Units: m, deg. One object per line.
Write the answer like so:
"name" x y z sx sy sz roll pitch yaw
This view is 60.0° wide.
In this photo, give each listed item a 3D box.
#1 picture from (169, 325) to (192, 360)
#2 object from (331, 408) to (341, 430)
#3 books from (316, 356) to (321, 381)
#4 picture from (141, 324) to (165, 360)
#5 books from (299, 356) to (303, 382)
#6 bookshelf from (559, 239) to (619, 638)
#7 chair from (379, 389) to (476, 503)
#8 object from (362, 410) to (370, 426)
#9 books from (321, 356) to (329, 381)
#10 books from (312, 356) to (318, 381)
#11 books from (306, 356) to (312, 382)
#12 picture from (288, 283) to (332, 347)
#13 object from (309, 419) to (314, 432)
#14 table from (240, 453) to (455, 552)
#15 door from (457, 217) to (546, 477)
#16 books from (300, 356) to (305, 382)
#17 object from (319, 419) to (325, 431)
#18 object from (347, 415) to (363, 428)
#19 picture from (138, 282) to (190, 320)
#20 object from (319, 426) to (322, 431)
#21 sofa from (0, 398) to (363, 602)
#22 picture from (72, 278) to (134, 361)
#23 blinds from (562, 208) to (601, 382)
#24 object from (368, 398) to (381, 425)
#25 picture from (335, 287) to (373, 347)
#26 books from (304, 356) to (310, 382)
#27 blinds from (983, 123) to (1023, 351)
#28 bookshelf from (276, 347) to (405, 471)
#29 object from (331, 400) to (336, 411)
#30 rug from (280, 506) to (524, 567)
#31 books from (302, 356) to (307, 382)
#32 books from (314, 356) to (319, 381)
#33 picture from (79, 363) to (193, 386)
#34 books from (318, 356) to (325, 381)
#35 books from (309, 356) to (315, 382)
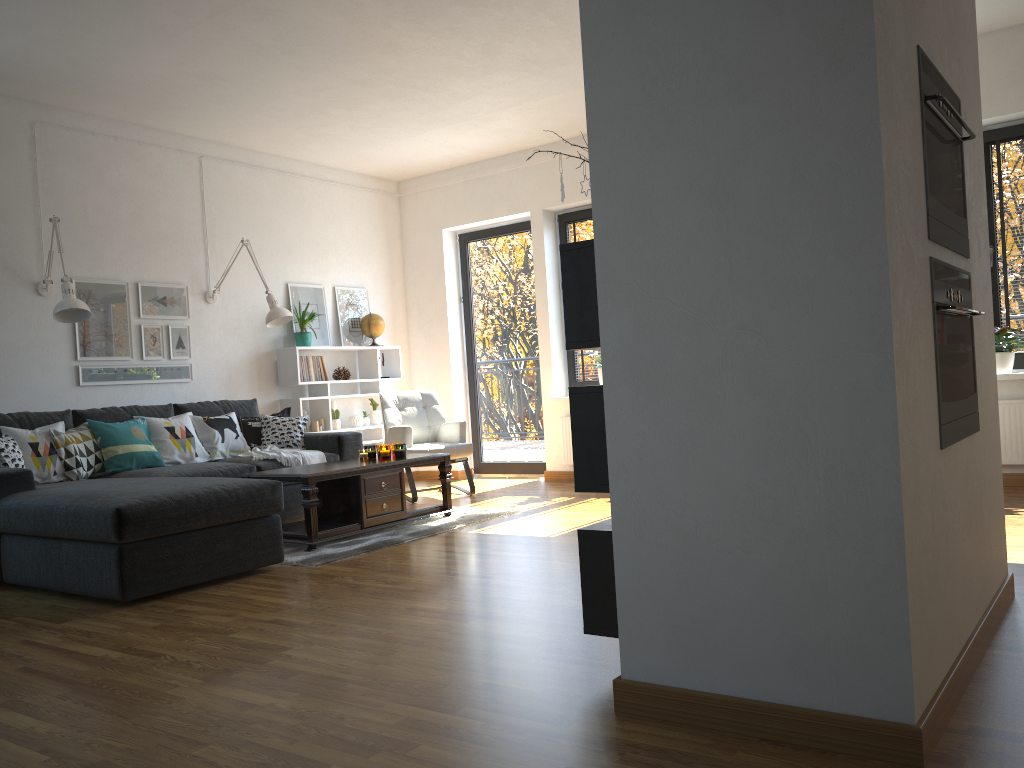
"picture" -2.378 -0.299 6.347 0.021 0.248 0.166 -3 1 36
"object" -1.446 0.287 7.239 0.088 0.173 0.087 -4 1 -38
"books" -1.606 -0.120 7.165 0.133 0.208 0.044 -3 1 36
"picture" -2.502 -0.292 6.174 0.021 0.248 0.166 -3 1 36
"books" -1.712 -0.113 7.009 0.129 0.205 0.043 -3 1 36
"bookshelf" 0.612 0.182 2.905 0.237 1.201 1.189 -3 0 36
"chair" -0.685 0.459 6.904 0.545 0.832 0.685 -4 0 -29
"object" -1.257 0.294 7.609 0.072 0.137 0.072 -4 1 16
"books" -1.563 -0.122 7.218 0.132 0.204 0.070 -3 1 36
"books" -1.630 -0.118 7.127 0.133 0.209 0.044 -3 1 35
"books" -1.659 -0.117 7.079 0.133 0.210 0.044 -3 1 36
"picture" -1.668 -0.557 7.318 0.059 0.532 0.390 -3 1 36
"object" -1.609 0.330 7.152 0.062 0.108 0.062 -3 1 36
"table" -0.938 0.672 5.267 0.570 0.409 1.179 -4 0 36
"door" -0.043 -0.302 7.923 0.976 2.275 0.119 -3 1 36
"books" -1.701 -0.112 7.029 0.136 0.210 0.033 -3 1 36
"object" -1.533 0.330 7.147 0.039 0.099 0.039 -3 1 32
"object" -1.323 0.318 7.488 0.134 0.097 0.132 -4 0 6
"picture" -2.456 -0.583 6.261 0.021 0.248 0.390 -3 0 36
"object" -1.541 0.358 7.103 0.040 0.044 0.040 -4 0 -28
"sofa" -1.750 0.515 5.209 2.164 0.848 2.507 -4 0 36
"picture" -2.712 -0.424 5.886 0.013 0.534 0.390 -3 1 36
"blinds" 0.763 -0.743 7.274 0.711 1.422 0.049 -3 1 36
"object" -1.186 0.241 7.698 0.098 0.236 0.097 -3 1 23
"picture" -1.371 -0.575 7.731 0.059 0.532 0.390 -3 1 36
"books" -1.678 -0.115 7.060 0.136 0.209 0.044 -3 1 36
"blinds" 3.307 -0.911 5.445 0.711 1.422 0.049 -3 1 36
"bookshelf" -1.389 0.294 7.446 0.237 1.201 1.189 -3 0 36
"object" -1.489 0.258 7.404 0.051 0.238 0.051 -4 1 -37
"rug" -0.863 0.874 5.332 1.052 0.034 1.812 -4 0 35
"books" -1.690 -0.115 7.041 0.129 0.209 0.035 -3 1 36
"books" -1.618 -0.117 7.146 0.131 0.204 0.035 -3 1 36
"picture" -2.560 -0.070 6.077 0.021 0.136 0.836 -3 0 36
"books" -1.584 -0.121 7.194 0.128 0.211 0.061 -3 1 37
"books" -1.647 -0.117 7.105 0.135 0.208 0.048 -3 1 36
